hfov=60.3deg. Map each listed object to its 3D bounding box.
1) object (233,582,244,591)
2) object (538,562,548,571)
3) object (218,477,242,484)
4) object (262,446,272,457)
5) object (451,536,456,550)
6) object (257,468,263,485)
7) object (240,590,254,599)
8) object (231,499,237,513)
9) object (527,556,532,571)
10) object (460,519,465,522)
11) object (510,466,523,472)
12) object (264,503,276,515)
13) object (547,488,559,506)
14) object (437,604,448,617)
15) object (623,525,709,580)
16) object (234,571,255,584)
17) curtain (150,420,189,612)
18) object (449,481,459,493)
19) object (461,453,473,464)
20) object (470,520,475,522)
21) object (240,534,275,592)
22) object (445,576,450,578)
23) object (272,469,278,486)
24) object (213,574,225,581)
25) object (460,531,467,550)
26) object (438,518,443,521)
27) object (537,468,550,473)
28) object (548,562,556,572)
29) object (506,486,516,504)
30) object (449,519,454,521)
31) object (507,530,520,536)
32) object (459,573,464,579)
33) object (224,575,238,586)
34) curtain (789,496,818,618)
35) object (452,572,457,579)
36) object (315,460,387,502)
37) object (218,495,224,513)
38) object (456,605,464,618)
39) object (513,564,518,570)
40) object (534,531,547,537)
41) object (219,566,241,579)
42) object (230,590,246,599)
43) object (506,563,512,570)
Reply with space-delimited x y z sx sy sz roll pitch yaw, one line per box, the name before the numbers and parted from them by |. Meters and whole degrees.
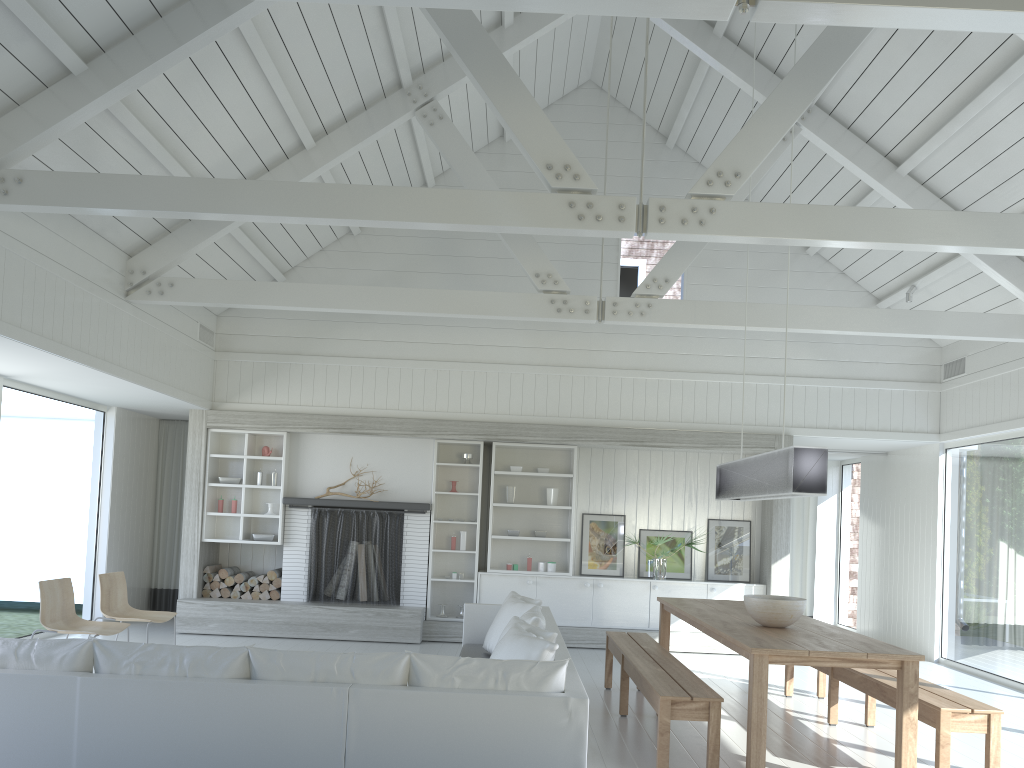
object | -3.037 2.275 9.953 0.080 0.079 0.482 3 -8 -1
object | 0.350 2.058 9.926 0.091 0.095 0.091 -1 -6 34
object | -3.146 1.083 9.834 0.242 0.072 0.244 5 -8 -15
object | -2.734 0.753 9.823 0.231 0.126 0.059 -5 -8 45
object | -0.655 1.763 9.898 0.054 0.195 0.054 3 -3 -1
object | -2.808 1.035 9.821 0.054 0.195 0.054 2 -3 1
object | -2.927 2.388 9.978 0.134 0.146 0.552 3 -8 0
object | -3.088 1.340 9.808 0.054 0.195 0.054 2 -3 1
object | 0.196 1.995 9.890 0.054 0.195 0.054 3 -3 -1
object | -0.564 1.540 9.945 0.054 0.025 0.055 2 -7 0
object | 0.048 0.965 9.926 0.141 0.066 0.142 2 -7 0
object | -2.685 1.390 9.804 0.137 0.129 0.138 4 -6 -12
object | 0.454 1.272 9.914 0.103 0.196 0.103 -1 -5 45
object | -0.777 2.534 9.863 0.137 0.129 0.138 -3 -8 42
object | 1.700 1.849 9.709 0.971 0.626 0.626 3 -5 -2
object | -3.019 2.184 9.970 0.109 0.109 0.498 3 -8 -1
curtain | -4.119 1.623 10.889 0.630 2.359 0.117 3 -2 -1
object | -0.654 1.159 9.920 0.137 0.129 0.138 -3 -8 42
object | -0.501 0.846 9.906 0.161 0.123 0.163 -2 -7 32
object | -0.445 1.553 9.999 0.054 0.025 0.055 2 -7 0
object | -2.868 2.009 9.941 0.341 0.640 0.616 4 -5 -15
object | -0.721 2.165 9.883 0.054 0.025 0.055 2 -7 0
object | -2.643 1.042 9.821 0.054 0.195 0.054 2 -3 1
object | -3.265 2.170 9.957 0.080 0.079 0.482 3 -8 -1
object | -0.548 1.760 9.896 0.072 0.210 0.071 3 -3 0
object | -0.800 1.513 9.836 0.054 0.025 0.055 2 -7 0
object | 0.356 1.000 10.068 0.141 0.066 0.142 2 -7 0
object | 0.445 2.043 9.859 0.085 0.111 0.086 -1 -6 35
object | -0.015 1.252 9.914 0.102 0.196 0.103 3 -4 0
object | -0.682 1.526 9.890 0.054 0.025 0.055 2 -7 0
object | 0.017 1.674 9.897 0.141 0.066 0.142 2 -7 0
object | -0.569 2.154 9.882 0.058 0.060 0.058 3 -5 0
object | -3.124 2.214 9.968 0.109 0.109 0.498 3 -8 -1
curtain | 3.325 1.971 11.035 1.006 2.359 0.117 2 -2 0
object | -0.643 2.145 9.884 0.054 0.071 0.055 3 -5 -1
object | -1.707 1.042 9.683 0.786 0.500 0.459 6 -7 -30
object | -3.239 1.334 9.808 0.054 0.195 0.054 2 -3 1
object | -0.558 2.543 9.863 0.137 0.129 0.138 -3 -8 42
object | 0.036 2.056 9.897 0.058 0.060 0.057 5 -6 -22
object | 0.325 1.709 10.038 0.141 0.066 0.142 2 -7 0
object | -3.191 2.133 9.972 0.110 0.110 0.498 3 -8 -1
object | -3.053 2.348 9.971 0.105 0.114 0.521 3 -8 -1
object | -0.033 2.044 9.871 0.054 0.071 0.054 4 -5 -21
